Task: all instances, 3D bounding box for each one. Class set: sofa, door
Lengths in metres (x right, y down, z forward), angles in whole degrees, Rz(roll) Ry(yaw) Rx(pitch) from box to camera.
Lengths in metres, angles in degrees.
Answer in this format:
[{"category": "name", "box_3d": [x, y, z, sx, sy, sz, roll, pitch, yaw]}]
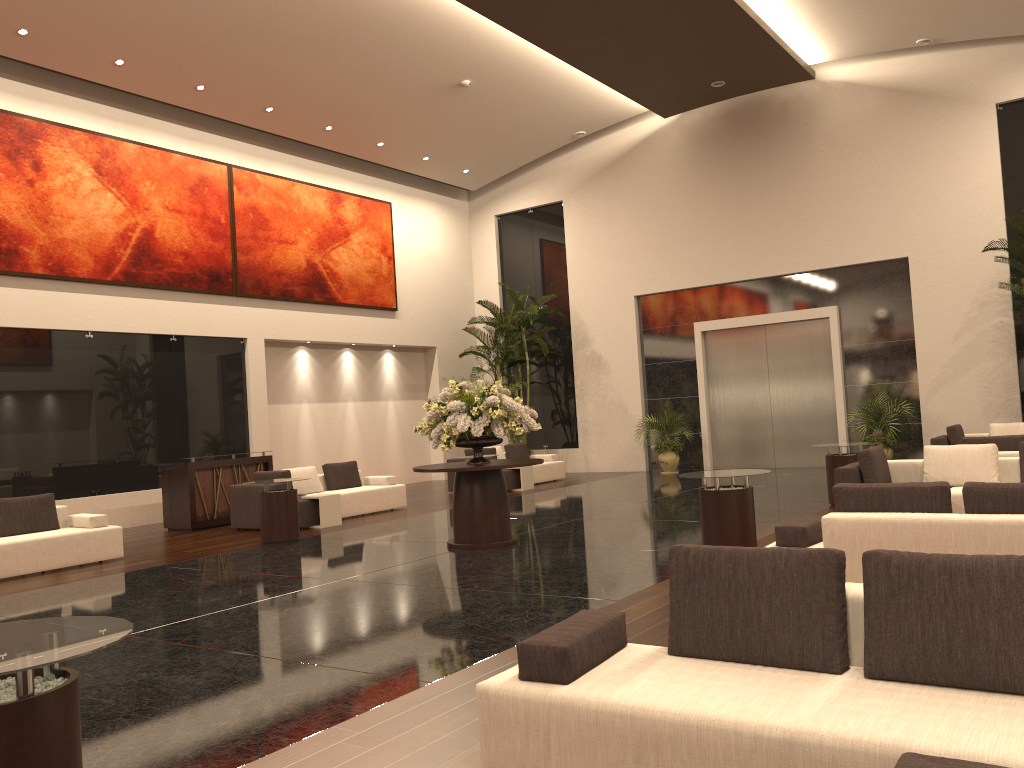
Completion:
[{"category": "sofa", "box_3d": [3.554, 1.026, 6.593, 2.586, 0.862, 3.366, -5, -3, 35]}, {"category": "door", "box_3d": [5.485, 0.260, 18.816, 2.767, 3.048, 0.040, -5, -3, 35]}, {"category": "sofa", "box_3d": [8.029, 1.004, 13.579, 2.846, 0.862, 1.291, -5, -3, 35]}, {"category": "sofa", "box_3d": [4.804, 1.033, 8.912, 2.846, 0.862, 1.291, -5, -3, 35]}, {"category": "sofa", "box_3d": [0.037, 1.684, 18.377, 1.291, 0.862, 2.846, -5, -3, 35]}, {"category": "sofa", "box_3d": [6.778, 0.996, 11.260, 2.586, 0.862, 3.366, -5, -3, 35]}, {"category": "sofa", "box_3d": [-5.855, 1.738, 9.851, 1.291, 0.862, 2.846, -5, -3, 35]}, {"category": "sofa", "box_3d": [-2.914, 1.711, 14.107, 1.291, 0.862, 2.846, -5, -3, 35]}, {"category": "sofa", "box_3d": [0.527, 1.053, 2.181, 2.586, 0.862, 3.366, -5, -3, 35]}]

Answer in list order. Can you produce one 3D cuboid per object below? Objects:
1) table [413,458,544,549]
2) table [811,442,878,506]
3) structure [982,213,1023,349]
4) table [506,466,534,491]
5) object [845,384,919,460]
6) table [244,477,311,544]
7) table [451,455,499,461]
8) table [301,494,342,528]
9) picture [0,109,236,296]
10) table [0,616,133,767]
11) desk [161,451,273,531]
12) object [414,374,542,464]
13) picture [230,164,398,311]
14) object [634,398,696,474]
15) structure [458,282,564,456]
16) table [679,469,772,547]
[{"category": "table", "box_3d": [-0.360, 1.376, 10.221, 1.498, 0.921, 1.498, -5, -2, 26]}, {"category": "table", "box_3d": [4.407, 1.193, 11.692, 0.833, 0.795, 0.844, -3, -2, -4]}, {"category": "structure", "box_3d": [9.268, -0.917, 14.520, 2.436, 4.611, 2.531, -4, -2, 6]}, {"category": "table", "box_3d": [0.143, 1.842, 17.352, 0.400, 0.460, 0.400, -5, -3, 35]}, {"category": "object", "box_3d": [6.906, 0.783, 16.779, 1.373, 1.682, 1.297, -3, -2, -17]}, {"category": "table", "box_3d": [-3.044, 1.658, 11.590, 0.833, 0.795, 0.844, -3, -2, -4]}, {"category": "table", "box_3d": [-0.610, 1.638, 15.162, 0.833, 0.795, 0.844, -3, -2, -4]}, {"category": "table", "box_3d": [-2.807, 1.869, 13.082, 0.400, 0.460, 0.400, -5, -3, 35]}, {"category": "picture", "box_3d": [-6.593, -2.909, 14.945, 0.070, 2.526, 4.515, -5, -3, 35]}, {"category": "table", "box_3d": [-1.660, 1.247, 2.861, 0.844, 0.795, 0.833, -3, -2, -16]}, {"category": "desk", "box_3d": [-4.722, 1.708, 14.390, 0.760, 1.114, 1.634, -5, -3, 35]}, {"category": "object", "box_3d": [-0.402, 0.368, 10.241, 1.453, 1.097, 1.402, -3, -2, -9]}, {"category": "picture", "box_3d": [-4.023, -2.933, 18.665, 0.070, 2.526, 4.515, -5, -3, 35]}, {"category": "object", "box_3d": [3.382, 1.097, 19.280, 1.373, 1.682, 1.297, -3, -2, -22]}, {"category": "structure", "box_3d": [0.138, -0.103, 21.007, 2.436, 4.611, 2.531, -4, -2, 6]}, {"category": "table", "box_3d": [1.973, 1.214, 8.120, 0.833, 0.795, 0.844, -3, -2, -4]}]
